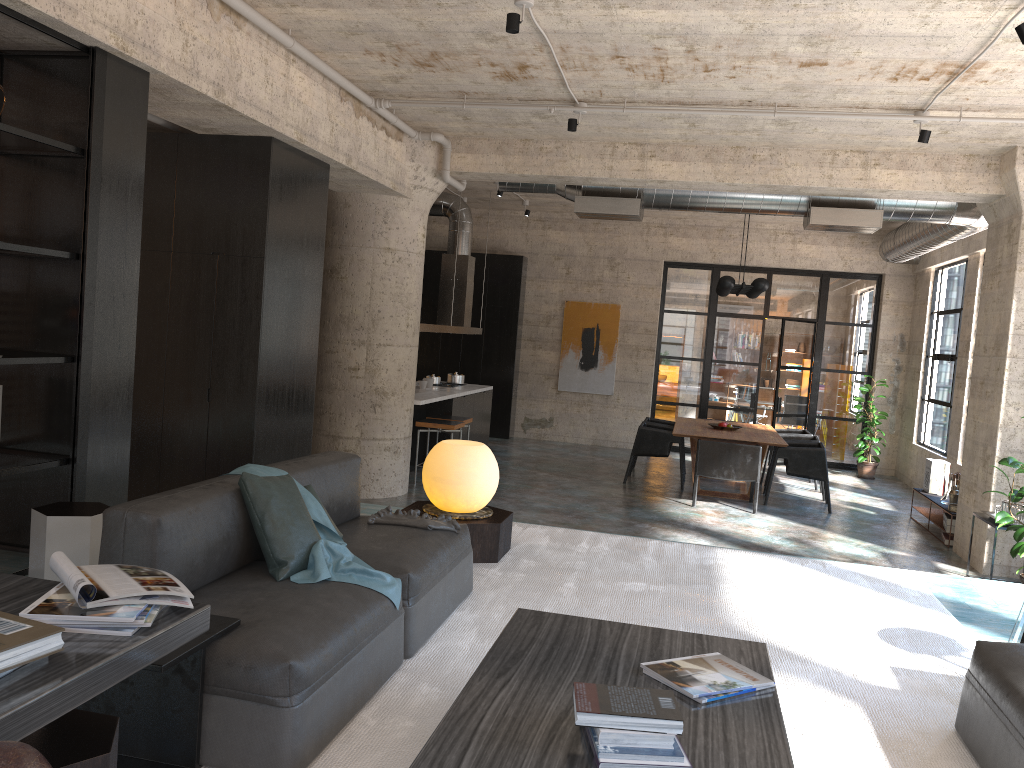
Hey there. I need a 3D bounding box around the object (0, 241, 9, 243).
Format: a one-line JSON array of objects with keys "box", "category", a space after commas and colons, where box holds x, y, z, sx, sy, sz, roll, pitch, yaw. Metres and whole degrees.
[{"box": [-2.571, -0.752, 4.121, 0.323, 0.177, 0.322, 5, 4, 12], "category": "object"}]

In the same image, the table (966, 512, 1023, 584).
[{"box": [4.074, 1.404, 7.254, 0.450, 0.563, 0.600, 5, 4, 12], "category": "table"}]

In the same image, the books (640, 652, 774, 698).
[{"box": [0.601, 0.897, 2.744, 0.318, 0.011, 0.252, 3, 4, -29], "category": "books"}]

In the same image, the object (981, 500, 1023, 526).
[{"box": [4.065, 0.998, 7.193, 0.327, 0.253, 0.546, 5, 4, 12], "category": "object"}]

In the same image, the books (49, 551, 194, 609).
[{"box": [-1.009, 0.513, 2.285, 0.273, 0.109, 0.322, 2, 4, -38], "category": "books"}]

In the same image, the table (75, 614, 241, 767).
[{"box": [-1.104, 0.914, 2.607, 0.420, 0.390, 0.413, 5, 4, 12], "category": "table"}]

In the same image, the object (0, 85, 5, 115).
[{"box": [-2.540, -1.272, 4.005, 0.430, 0.217, 0.434, 5, 4, 15], "category": "object"}]

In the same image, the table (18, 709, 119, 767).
[{"box": [-1.081, 0.970, 2.012, 0.316, 0.340, 0.365, 3, 4, -18], "category": "table"}]

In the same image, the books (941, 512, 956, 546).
[{"box": [4.502, 1.472, 8.935, 0.274, 0.263, 0.393, 6, 4, 22], "category": "books"}]

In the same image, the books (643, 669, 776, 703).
[{"box": [0.609, 0.909, 2.745, 0.318, 0.011, 0.252, 2, 4, -34], "category": "books"}]

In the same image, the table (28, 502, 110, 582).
[{"box": [-2.076, 0.758, 4.194, 0.365, 0.340, 0.316, 8, 5, 41], "category": "table"}]

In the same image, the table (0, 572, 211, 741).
[{"box": [-1.284, 0.844, 2.038, 0.800, 0.570, 0.800, 5, 4, 12], "category": "table"}]

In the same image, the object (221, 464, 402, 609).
[{"box": [-0.867, 0.585, 3.525, 0.985, 0.438, 0.444, 7, 4, 38], "category": "object"}]

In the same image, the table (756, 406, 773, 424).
[{"box": [5.080, 0.839, 16.519, 1.800, 0.721, 0.800, 5, 4, 12], "category": "table"}]

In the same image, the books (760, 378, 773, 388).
[{"box": [5.786, -0.021, 20.168, 0.249, 0.218, 0.204, 5, 4, 12], "category": "books"}]

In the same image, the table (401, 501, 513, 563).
[{"box": [-0.371, 0.888, 5.170, 0.616, 0.230, 1.044, 5, 4, 12], "category": "table"}]

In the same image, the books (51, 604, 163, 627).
[{"box": [-1.011, 0.550, 2.231, 0.252, 0.011, 0.318, 4, 4, -12], "category": "books"}]

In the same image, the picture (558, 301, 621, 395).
[{"box": [1.278, -0.596, 14.679, 0.928, 1.494, 0.029, 5, 4, 12], "category": "picture"}]

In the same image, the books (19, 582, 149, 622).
[{"box": [-1.024, 0.530, 2.207, 0.252, 0.011, 0.318, 4, 4, -7], "category": "books"}]

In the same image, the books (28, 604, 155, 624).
[{"box": [-1.022, 0.540, 2.215, 0.252, 0.011, 0.318, 4, 4, -12], "category": "books"}]

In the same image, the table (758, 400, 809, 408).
[{"box": [5.261, 0.738, 18.405, 1.800, 0.721, 0.800, 5, 4, 12], "category": "table"}]

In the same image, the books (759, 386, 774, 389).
[{"box": [5.777, 0.085, 20.174, 0.335, 0.033, 0.284, 5, 4, 12], "category": "books"}]

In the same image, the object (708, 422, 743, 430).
[{"box": [2.712, 0.535, 11.287, 0.435, 0.079, 0.435, 1, 5, -42], "category": "object"}]

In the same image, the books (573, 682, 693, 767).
[{"box": [0.287, 0.861, 2.262, 0.279, 0.116, 0.322, 4, 3, -3], "category": "books"}]

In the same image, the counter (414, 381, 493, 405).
[{"box": [-1.129, 0.088, 11.512, 1.000, 0.046, 3.500, 5, 4, 12], "category": "counter"}]

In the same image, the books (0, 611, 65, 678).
[{"box": [-1.115, 0.546, 1.805, 0.278, 0.075, 0.320, 5, 4, 16], "category": "books"}]

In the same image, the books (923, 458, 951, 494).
[{"box": [4.786, 1.043, 10.003, 0.191, 0.362, 0.277, 5, 4, 12], "category": "books"}]

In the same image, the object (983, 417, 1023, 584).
[{"box": [3.985, 0.950, 6.607, 0.886, 1.552, 0.514, 4, 3, -1], "category": "object"}]

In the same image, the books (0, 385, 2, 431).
[{"box": [-2.605, 0.180, 4.205, 0.277, 0.362, 0.191, 5, 4, 7], "category": "books"}]

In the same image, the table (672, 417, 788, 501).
[{"box": [2.705, 0.951, 11.337, 1.299, 0.756, 2.410, 5, 4, 12], "category": "table"}]

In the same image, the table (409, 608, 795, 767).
[{"box": [0.295, 1.062, 2.503, 0.900, 0.309, 1.500, 5, 4, 12], "category": "table"}]

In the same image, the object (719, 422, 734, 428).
[{"box": [2.717, 0.523, 11.263, 0.219, 0.097, 0.100, 2, 4, -35], "category": "object"}]

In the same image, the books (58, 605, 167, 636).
[{"box": [-1.014, 0.562, 2.216, 0.252, 0.011, 0.318, 4, 3, -2], "category": "books"}]

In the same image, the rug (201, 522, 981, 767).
[{"box": [0.334, 1.235, 2.208, 2.954, 0.032, 7.768, 5, 4, 12], "category": "rug"}]

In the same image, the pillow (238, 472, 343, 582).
[{"box": [-0.823, 0.528, 3.518, 0.320, 0.393, 0.670, 6, 4, 18], "category": "pillow"}]

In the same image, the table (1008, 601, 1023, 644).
[{"box": [2.378, 1.074, 3.685, 0.620, 0.472, 0.620, 5, 4, 14], "category": "table"}]

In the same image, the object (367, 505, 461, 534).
[{"box": [-0.459, 0.702, 4.362, 0.433, 0.185, 0.429, 5, 4, 8], "category": "object"}]
